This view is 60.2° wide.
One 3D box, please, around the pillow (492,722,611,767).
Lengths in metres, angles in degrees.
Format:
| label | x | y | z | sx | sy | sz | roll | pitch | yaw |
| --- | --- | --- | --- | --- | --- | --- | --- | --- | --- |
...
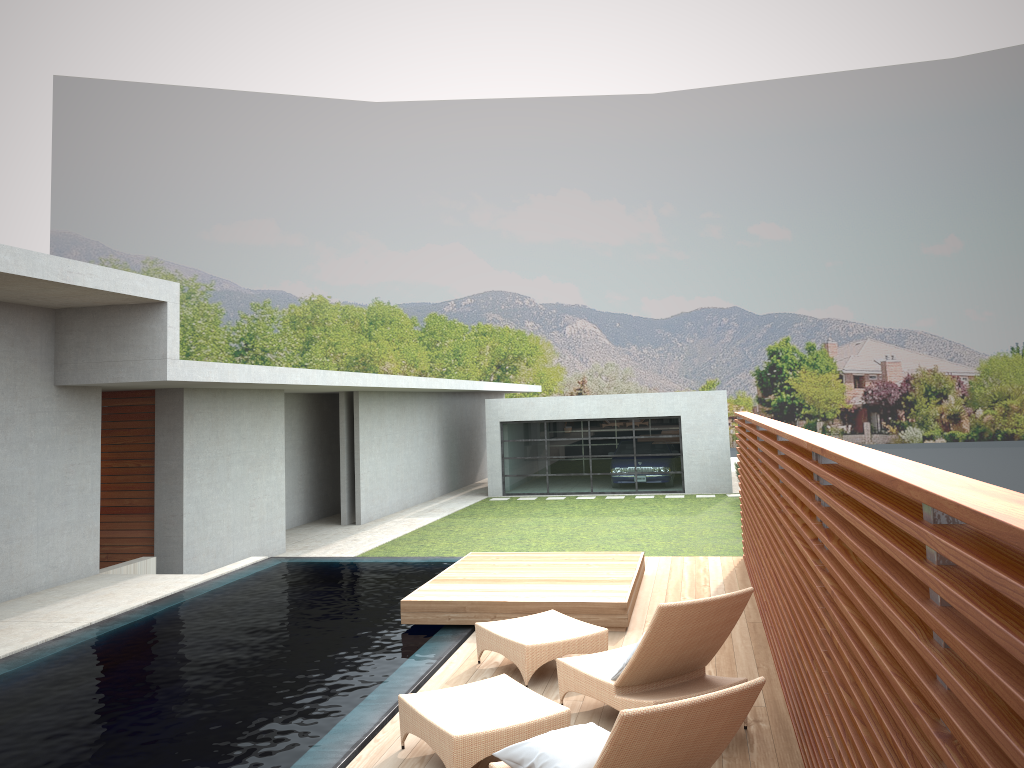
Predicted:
| label | x | y | z | sx | sy | sz | roll | pitch | yaw |
| --- | --- | --- | --- | --- | --- | --- | --- | --- | --- |
| pillow | 0.314 | 1.672 | 3.971 | 0.595 | 0.196 | 0.590 | -1 | -2 | -32 |

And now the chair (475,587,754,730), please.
| label | x | y | z | sx | sy | sz | roll | pitch | yaw |
| --- | --- | --- | --- | --- | --- | --- | --- | --- | --- |
| chair | 0.573 | 1.648 | 5.916 | 0.700 | 0.833 | 2.281 | 0 | -3 | -29 |

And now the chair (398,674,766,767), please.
| label | x | y | z | sx | sy | sz | roll | pitch | yaw |
| --- | --- | --- | --- | --- | --- | --- | --- | --- | --- |
| chair | 0.183 | 1.627 | 4.288 | 0.700 | 0.833 | 2.281 | 0 | -3 | -28 |

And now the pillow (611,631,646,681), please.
| label | x | y | z | sx | sy | sz | roll | pitch | yaw |
| --- | --- | --- | --- | --- | --- | --- | --- | --- | --- |
| pillow | 0.949 | 1.549 | 5.263 | 0.608 | 0.431 | 0.424 | 0 | -4 | -30 |
